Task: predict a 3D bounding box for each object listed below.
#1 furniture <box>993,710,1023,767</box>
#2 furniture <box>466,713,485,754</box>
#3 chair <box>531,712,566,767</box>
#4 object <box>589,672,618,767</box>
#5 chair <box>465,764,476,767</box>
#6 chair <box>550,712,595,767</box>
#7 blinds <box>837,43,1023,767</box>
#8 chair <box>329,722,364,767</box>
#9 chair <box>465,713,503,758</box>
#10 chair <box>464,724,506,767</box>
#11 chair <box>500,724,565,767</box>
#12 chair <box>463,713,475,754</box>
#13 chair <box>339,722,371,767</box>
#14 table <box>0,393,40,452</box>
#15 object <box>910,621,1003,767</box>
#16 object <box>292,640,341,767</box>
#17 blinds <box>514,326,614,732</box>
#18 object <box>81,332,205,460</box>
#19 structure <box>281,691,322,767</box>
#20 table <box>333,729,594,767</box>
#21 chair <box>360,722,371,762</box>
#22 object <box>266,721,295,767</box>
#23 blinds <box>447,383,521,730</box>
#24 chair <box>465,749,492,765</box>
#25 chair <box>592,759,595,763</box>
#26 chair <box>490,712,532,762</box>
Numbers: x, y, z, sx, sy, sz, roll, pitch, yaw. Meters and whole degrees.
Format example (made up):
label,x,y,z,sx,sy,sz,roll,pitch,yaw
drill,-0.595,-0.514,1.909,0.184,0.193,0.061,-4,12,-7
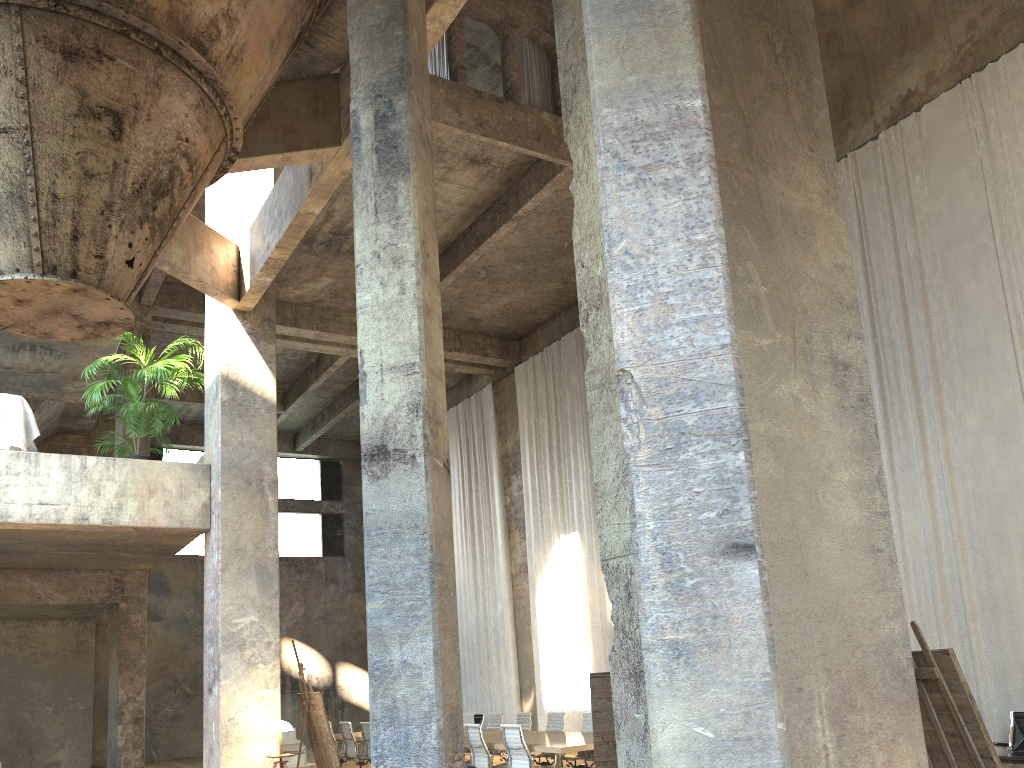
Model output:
label,x,y,z,sx,sy,sz,roll,pitch,yaw
furniture,5.703,3.672,8.675,0.711,0.817,1.921,5,-19,-30
furniture,-1.342,7.955,20.001,0.711,0.817,1.921,5,-19,-30
chair,0.457,5.254,12.608,0.701,0.995,0.684,3,-15,-26
object,0.871,2.292,5.508,0.702,2.084,0.704,-4,-12,0
chair,-0.733,3.497,6.954,0.826,0.866,0.748,7,-18,-34
chair,0.930,4.965,11.844,0.701,0.995,0.683,4,-16,-28
blinds,6.743,-0.215,9.375,0.276,8.393,8.039,3,-16,-30
chair,-3.028,6.491,15.595,0.701,0.995,0.684,3,-15,-25
chair,-0.458,5.815,14.093,0.701,0.995,0.684,3,-15,-26
chair,-0.232,4.779,11.062,0.700,0.995,0.685,2,-15,-23
chair,0.243,4.511,10.360,0.701,0.995,0.684,3,-15,-26
chair,-0.948,6.107,14.865,0.702,0.995,0.682,5,-16,-31
chair,-2.542,6.192,14.802,0.701,0.995,0.683,4,-16,-28
table,-5.932,0.521,9.199,1.759,0.778,1.145,7,-20,-31
object,1.932,1.709,3.987,0.684,2.084,0.722,-3,-12,-6
object,-2.135,3.838,9.505,0.687,2.084,0.718,4,-15,-32
blinds,2.299,2.509,16.586,0.276,8.393,8.039,3,-16,-30
object,-4.251,0.241,10.232,1.405,1.756,1.395,3,-16,-25
structure,-2.594,4.374,10.184,0.597,1.502,0.762,4,-15,-31
table,-0.730,5.685,13.259,1.609,0.736,7.919,6,-21,-30
chair,-2.069,5.903,14.038,0.701,0.995,0.684,3,-15,-26
object,-2.300,3.890,8.396,0.573,1.259,0.675,4,-15,-31
blinds,-2.159,5.241,23.818,0.276,8.394,8.032,3,-17,-32
chair,-0.679,5.048,11.772,0.702,0.995,0.682,5,-16,-31
chair,-1.043,4.360,9.637,13.019,1.002,32.340,7,-21,-30
chair,-0.008,5.537,13.357,0.700,0.995,0.685,2,-15,-23
